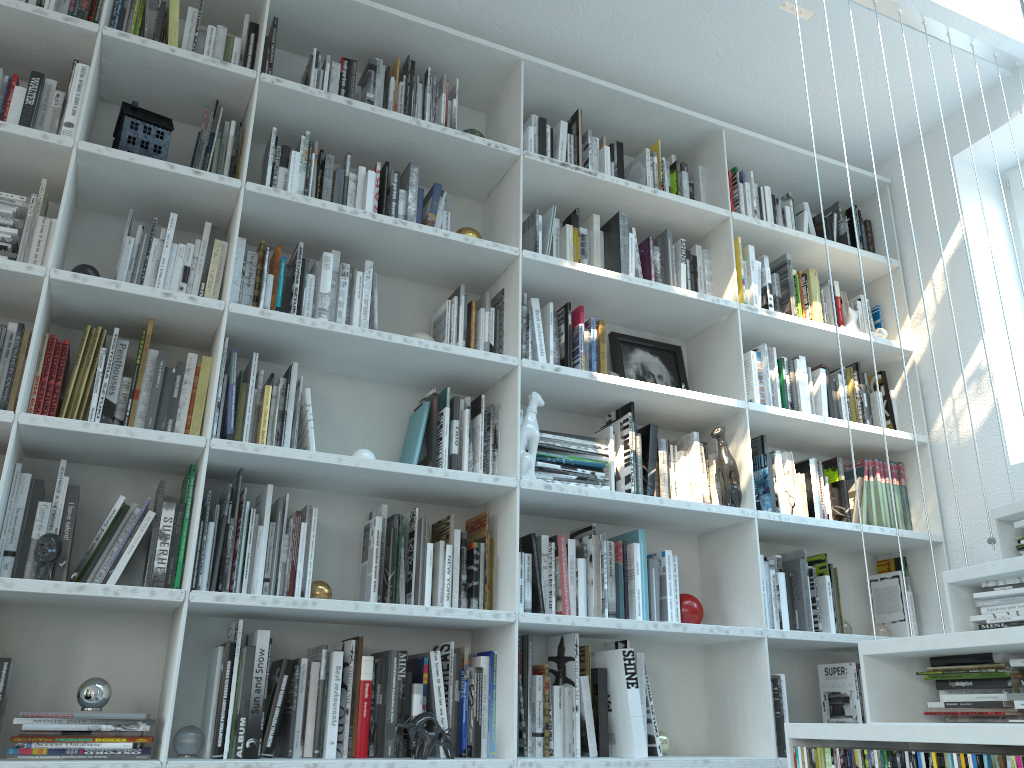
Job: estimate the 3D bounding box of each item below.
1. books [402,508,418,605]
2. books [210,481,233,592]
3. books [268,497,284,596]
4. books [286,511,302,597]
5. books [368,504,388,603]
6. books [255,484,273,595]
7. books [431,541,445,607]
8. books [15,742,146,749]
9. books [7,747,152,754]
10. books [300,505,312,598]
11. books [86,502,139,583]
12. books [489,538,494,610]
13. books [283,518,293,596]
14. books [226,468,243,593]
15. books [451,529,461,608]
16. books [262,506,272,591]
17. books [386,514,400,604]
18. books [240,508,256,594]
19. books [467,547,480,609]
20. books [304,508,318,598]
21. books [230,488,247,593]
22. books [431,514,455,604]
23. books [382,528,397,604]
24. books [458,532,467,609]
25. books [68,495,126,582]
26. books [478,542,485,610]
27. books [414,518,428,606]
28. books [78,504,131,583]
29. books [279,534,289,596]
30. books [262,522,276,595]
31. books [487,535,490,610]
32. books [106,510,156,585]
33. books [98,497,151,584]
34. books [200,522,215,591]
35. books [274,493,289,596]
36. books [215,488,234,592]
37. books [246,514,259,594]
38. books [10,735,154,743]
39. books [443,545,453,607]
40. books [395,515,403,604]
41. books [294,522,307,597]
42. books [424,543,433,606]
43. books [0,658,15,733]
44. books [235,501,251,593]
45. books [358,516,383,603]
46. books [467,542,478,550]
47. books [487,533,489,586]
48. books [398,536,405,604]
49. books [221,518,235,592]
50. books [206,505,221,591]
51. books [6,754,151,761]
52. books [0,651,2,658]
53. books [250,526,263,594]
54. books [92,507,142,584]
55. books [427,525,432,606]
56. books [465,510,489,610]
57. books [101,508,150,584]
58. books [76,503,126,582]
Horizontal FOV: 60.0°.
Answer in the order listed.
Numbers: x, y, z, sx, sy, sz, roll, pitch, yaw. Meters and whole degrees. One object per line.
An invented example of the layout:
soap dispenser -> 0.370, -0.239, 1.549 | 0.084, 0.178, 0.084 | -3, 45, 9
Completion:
books -> -0.302, 0.507, 2.513 | 0.007, 0.284, 0.160 | 10, -22, -23
books -> -0.765, 0.415, 2.302 | 0.018, 0.294, 0.178 | 10, -22, -23
books -> -0.641, 0.449, 2.346 | 0.012, 0.266, 0.183 | 10, -22, -23
books -> -0.597, 0.472, 2.366 | 0.015, 0.237, 0.177 | 10, -22, -23
books -> -0.384, 0.493, 2.486 | 0.016, 0.288, 0.132 | 10, -22, -23
books -> -0.667, 0.428, 2.334 | 0.014, 0.295, 0.175 | 10, -22, -23
books -> -0.231, 0.555, 2.512 | 0.015, 0.194, 0.176 | 10, -22, -23
books -> -0.964, 0.812, 1.998 | 0.254, 0.012, 0.161 | 8, -22, -18
books -> -0.965, 0.825, 1.996 | 0.285, 0.012, 0.160 | 8, -22, -19
books -> -0.572, 0.467, 2.383 | 0.014, 0.260, 0.142 | 10, -22, -23
books -> -0.997, 0.413, 2.199 | 0.095, 0.225, 0.144 | 10, -22, -23
books -> -0.085, 0.575, 2.598 | 0.009, 0.223, 0.146 | 10, -22, -23
books -> -0.612, 0.481, 2.367 | 0.008, 0.222, 0.134 | 10, -22, -23
books -> -0.743, 0.404, 2.335 | 0.007, 0.340, 0.150 | 10, -22, -23
books -> -0.192, 0.545, 2.532 | 0.018, 0.228, 0.182 | 10, -22, -23
books -> -0.667, 0.459, 2.346 | 0.007, 0.246, 0.153 | 10, -22, -23
books -> -0.351, 0.506, 2.482 | 0.015, 0.261, 0.150 | 10, -22, -23
books -> -0.700, 0.453, 2.301 | 0.011, 0.225, 0.188 | 10, -22, -23
books -> -0.138, 0.572, 2.533 | 0.016, 0.179, 0.190 | 10, -22, -23
books -> -0.560, 0.474, 2.387 | 0.013, 0.250, 0.173 | 10, -22, -23
books -> -0.722, 0.425, 2.310 | 0.005, 0.282, 0.159 | 10, -22, -23
books -> -0.203, 0.522, 2.536 | 0.006, 0.273, 0.173 | 10, -22, -23
books -> -0.359, 0.521, 2.456 | 0.016, 0.215, 0.178 | 10, -22, -23
books -> -0.166, 0.554, 2.557 | 0.021, 0.231, 0.155 | 10, -22, -23
books -> -1.017, 0.398, 2.165 | 0.095, 0.227, 0.190 | 10, -22, -23
books -> -0.118, 0.572, 2.565 | 0.013, 0.203, 0.159 | 10, -22, -23
books -> -0.280, 0.516, 2.490 | 0.018, 0.250, 0.184 | 10, -22, -23
books -> -1.003, 0.411, 2.172 | 0.089, 0.209, 0.176 | 10, -22, -23
books -> -0.621, 0.499, 2.355 | 0.013, 0.178, 0.141 | 10, -22, -23
books -> -0.657, 0.480, 2.340 | 0.013, 0.202, 0.167 | 10, -22, -23
books -> -0.096, 0.571, 2.605 | 0.007, 0.234, 0.132 | 10, -22, -23
books -> -0.955, 0.428, 2.205 | 0.091, 0.204, 0.169 | 10, -22, -23
books -> -0.971, 0.408, 2.206 | 0.094, 0.237, 0.150 | 10, -22, -23
books -> -0.793, 0.463, 2.277 | 0.015, 0.187, 0.168 | 10, -22, -23
books -> -0.629, 0.449, 2.370 | 0.006, 0.284, 0.160 | 10, -22, -23
books -> -0.754, 0.423, 2.303 | 0.006, 0.280, 0.155 | 10, -22, -23
books -> -0.694, 0.462, 2.315 | 0.013, 0.217, 0.161 | 10, -22, -23
books -> -0.963, 0.800, 2.000 | 0.285, 0.012, 0.160 | 9, -22, -20
books -> -0.214, 0.562, 2.513 | 0.019, 0.182, 0.191 | 10, -22, -23
books -> -0.340, 0.510, 2.486 | 0.008, 0.258, 0.159 | 10, -22, -23
books -> -0.583, 0.488, 2.364 | 0.014, 0.206, 0.181 | 10, -22, -23
books -> -0.263, 0.551, 2.485 | 0.018, 0.181, 0.182 | 10, -22, -23
books -> -1.165, 0.731, 2.002 | 0.030, 0.209, 0.137 | 10, -22, -23
books -> -0.715, 0.444, 2.309 | 0.013, 0.247, 0.165 | 10, -22, -23
books -> -0.395, 0.504, 2.462 | 0.019, 0.250, 0.130 | 10, -22, -23
books -> -0.135, 0.572, 2.568 | 0.016, 0.204, 0.142 | 10, -22, -23
books -> -0.105, 0.565, 2.597 | 0.019, 0.240, 0.134 | 10, -22, -23
books -> -0.330, 0.543, 2.501 | 0.031, 0.208, 0.122 | 10, -22, -23
books -> -0.749, 0.463, 2.300 | 0.013, 0.203, 0.154 | 10, -22, -23
books -> -0.785, 0.444, 2.298 | 0.011, 0.238, 0.137 | 10, -22, -23
books -> -0.963, 0.834, 1.988 | 0.285, 0.012, 0.160 | 9, -22, -20
books -> -1.190, 0.717, 1.992 | 0.027, 0.228, 0.141 | 10, -22, -23
books -> -0.681, 0.478, 2.311 | 0.013, 0.185, 0.184 | 10, -22, -23
books -> -0.986, 0.420, 2.196 | 0.090, 0.211, 0.143 | 10, -22, -23
books -> -0.259, 0.535, 2.528 | 0.030, 0.243, 0.136 | 10, -22, -23
books -> -0.105, 0.529, 2.579 | 0.007, 0.294, 0.162 | 10, -22, -23
books -> -0.971, 0.424, 2.211 | 0.090, 0.214, 0.139 | 10, -22, -23
books -> -1.017, 0.409, 2.183 | 0.088, 0.219, 0.139 | 10, -22, -23
